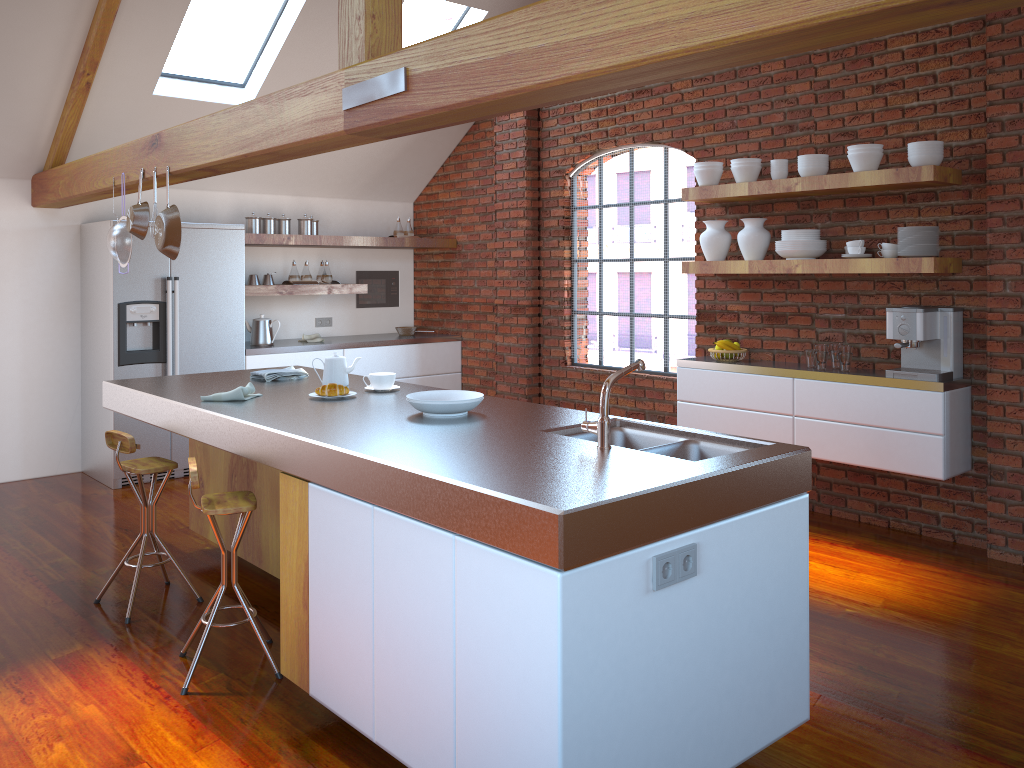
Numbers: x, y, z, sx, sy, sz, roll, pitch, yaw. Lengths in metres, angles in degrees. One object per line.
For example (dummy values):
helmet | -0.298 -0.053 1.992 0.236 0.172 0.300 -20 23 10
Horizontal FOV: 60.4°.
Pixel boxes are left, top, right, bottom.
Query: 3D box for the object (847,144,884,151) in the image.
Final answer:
object | 1.884 -1.216 4.691 0.180 0.103 0.182 2 6 19

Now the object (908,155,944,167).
object | 2.102 -1.125 4.471 0.165 0.061 0.167 0 6 -2

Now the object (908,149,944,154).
object | 2.102 -1.154 4.471 0.165 0.061 0.167 0 6 -2

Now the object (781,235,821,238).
object | 1.644 -0.817 5.008 0.214 0.055 0.214 5 9 40

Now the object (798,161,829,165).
object | 1.695 -1.214 4.953 0.166 0.061 0.166 6 9 43

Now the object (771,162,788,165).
object | 1.560 -1.261 5.132 0.099 0.061 0.099 0 5 -2

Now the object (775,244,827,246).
object | 1.644 -0.767 5.008 0.282 0.055 0.283 4 8 32

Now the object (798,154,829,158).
object | 1.695 -1.253 4.953 0.166 0.061 0.166 6 9 43

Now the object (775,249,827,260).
object | 1.644 -0.734 5.008 0.282 0.055 0.283 4 8 32

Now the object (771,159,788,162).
object | 1.560 -1.274 5.132 0.099 0.061 0.099 0 5 -2

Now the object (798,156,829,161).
object | 1.695 -1.239 4.953 0.166 0.061 0.166 6 9 43

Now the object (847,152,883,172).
object | 1.884 -1.172 4.691 0.180 0.103 0.182 2 6 19

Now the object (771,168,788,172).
object | 1.560 -1.222 5.132 0.099 0.061 0.099 0 5 -2

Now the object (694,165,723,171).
object | 1.207 -1.281 5.406 0.180 0.103 0.182 -1 5 -5

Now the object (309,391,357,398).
object | -0.740 0.047 3.633 0.194 0.014 0.196 -3 8 -20

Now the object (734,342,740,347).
object | 1.380 -0.235 5.417 0.047 0.046 0.055 0 4 0

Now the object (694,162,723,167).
object | 1.207 -1.303 5.406 0.180 0.103 0.182 -1 5 -5

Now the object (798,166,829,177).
object | 1.695 -1.184 4.953 0.166 0.061 0.166 6 9 43

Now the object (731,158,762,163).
object | 1.396 -1.284 5.246 0.180 0.103 0.182 -1 5 -5

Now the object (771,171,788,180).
object | 1.560 -1.205 5.132 0.099 0.061 0.099 0 5 -2

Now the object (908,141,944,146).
object | 2.102 -1.193 4.471 0.165 0.061 0.167 0 6 -2

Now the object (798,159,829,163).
object | 1.695 -1.227 4.953 0.166 0.061 0.166 6 9 43

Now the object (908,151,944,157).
object | 2.102 -1.141 4.471 0.165 0.061 0.167 0 6 -2

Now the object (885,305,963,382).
object | 2.099 -0.218 4.506 0.380 0.369 0.271 -4 4 -41

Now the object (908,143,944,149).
object | 2.102 -1.180 4.471 0.165 0.061 0.167 0 6 -2

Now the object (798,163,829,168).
object | 1.695 -1.201 4.953 0.166 0.061 0.166 6 9 43

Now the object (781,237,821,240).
object | 1.644 -0.805 5.008 0.214 0.055 0.214 5 9 40

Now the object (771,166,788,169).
object | 1.560 -1.235 5.132 0.099 0.061 0.099 0 5 -2

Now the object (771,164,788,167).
object | 1.560 -1.249 5.132 0.099 0.061 0.099 0 5 -2

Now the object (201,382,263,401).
object | -1.156 0.028 3.615 0.196 0.061 0.205 1 7 11

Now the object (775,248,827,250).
object | 1.644 -0.745 5.008 0.282 0.055 0.283 4 8 32

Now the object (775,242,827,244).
object | 1.644 -0.776 5.008 0.282 0.055 0.283 4 8 32

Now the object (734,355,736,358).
object | 1.359 -0.191 5.444 0.070 0.069 0.068 -3 4 -32

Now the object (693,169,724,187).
object | 1.207 -1.259 5.406 0.180 0.103 0.182 -1 5 -5

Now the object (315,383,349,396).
object | -0.743 0.023 3.645 0.138 0.051 0.062 -3 5 -22

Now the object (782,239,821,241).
object | 1.644 -0.795 5.008 0.214 0.055 0.214 5 9 40

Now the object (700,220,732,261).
object | 1.263 -0.885 5.458 0.192 0.249 0.193 0 3 -2

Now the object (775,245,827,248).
object | 1.644 -0.756 5.008 0.282 0.055 0.283 4 8 32

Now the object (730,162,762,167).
object | 1.396 -1.261 5.246 0.180 0.103 0.182 -1 5 -5

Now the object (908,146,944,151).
object | 2.102 -1.168 4.471 0.165 0.061 0.167 0 6 -2

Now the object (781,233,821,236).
object | 1.644 -0.827 5.008 0.214 0.055 0.214 5 9 40

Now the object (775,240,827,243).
object | 1.644 -0.786 5.008 0.282 0.055 0.283 4 8 32

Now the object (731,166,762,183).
object | 1.396 -1.239 5.246 0.180 0.103 0.182 -1 5 -5

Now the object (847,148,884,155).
object | 1.884 -1.193 4.691 0.180 0.103 0.182 2 6 19

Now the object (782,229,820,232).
object | 1.644 -0.847 5.008 0.214 0.055 0.214 5 9 40

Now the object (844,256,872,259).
object | 1.851 -0.677 4.723 0.154 0.012 0.155 1 7 9
